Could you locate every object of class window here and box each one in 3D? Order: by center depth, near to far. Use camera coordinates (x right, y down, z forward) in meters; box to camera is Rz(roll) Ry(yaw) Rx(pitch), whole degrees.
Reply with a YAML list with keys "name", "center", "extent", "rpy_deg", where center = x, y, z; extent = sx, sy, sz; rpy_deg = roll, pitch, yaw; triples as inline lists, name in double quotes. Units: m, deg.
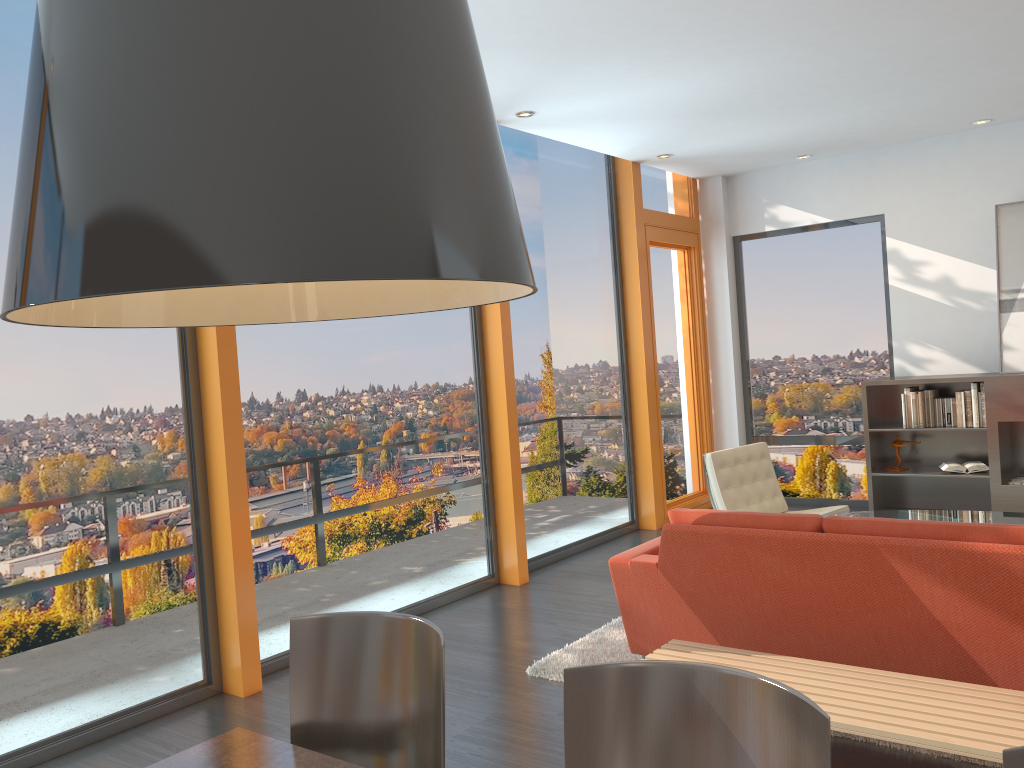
- name: "window"
  center: [-2.446, -0.061, 3.193]
  extent: [0.070, 3.345, 2.925]
  rpy_deg: [-3, 1, 37]
- name: "window"
  center: [-0.860, -0.225, 5.277]
  extent: [0.070, 3.345, 2.105]
  rpy_deg: [-3, 1, 37]
- name: "window"
  center: [0.401, -0.356, 6.933]
  extent: [0.070, 3.345, 1.844]
  rpy_deg: [-3, 1, 37]
- name: "window"
  center: [1.451, -0.460, 8.155]
  extent: [0.211, 3.345, 1.157]
  rpy_deg: [-3, 1, 37]
- name: "window"
  center: [2.776, -0.551, 8.185]
  extent: [1.409, 3.340, 0.065]
  rpy_deg: [-3, 1, 37]

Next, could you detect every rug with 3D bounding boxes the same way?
- name: "rug"
  center: [2.472, 1.238, 4.355]
  extent: [3.771, 0.043, 2.985]
  rpy_deg: [-3, 2, 37]

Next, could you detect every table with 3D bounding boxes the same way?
- name: "table"
  center: [-0.118, 1.181, 0.976]
  extent: [2.151, 0.764, 1.172]
  rpy_deg: [-3, 2, 37]
- name: "table"
  center: [2.596, 0.995, 4.707]
  extent: [1.998, 0.464, 0.948]
  rpy_deg: [-3, 2, 38]

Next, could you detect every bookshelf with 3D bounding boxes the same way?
- name: "bookshelf"
  center: [4.395, 0.473, 6.427]
  extent: [3.386, 1.163, 0.570]
  rpy_deg: [-3, 2, 37]

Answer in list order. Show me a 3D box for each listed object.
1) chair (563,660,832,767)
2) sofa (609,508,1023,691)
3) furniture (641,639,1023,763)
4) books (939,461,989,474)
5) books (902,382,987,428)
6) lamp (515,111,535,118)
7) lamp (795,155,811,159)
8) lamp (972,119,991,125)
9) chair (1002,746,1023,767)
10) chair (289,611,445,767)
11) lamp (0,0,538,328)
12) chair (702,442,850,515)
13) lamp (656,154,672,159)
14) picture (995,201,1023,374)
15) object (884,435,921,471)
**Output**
- name: "chair"
  center: [0.212, 0.995, 1.324]
  extent: [0.548, 0.967, 0.614]
  rpy_deg: [-3, 1, 37]
- name: "sofa"
  center: [1.754, 0.888, 3.499]
  extent: [2.596, 0.852, 1.038]
  rpy_deg: [-3, 2, 37]
- name: "furniture"
  center: [1.310, 1.186, 2.790]
  extent: [2.005, 0.357, 0.492]
  rpy_deg: [-3, 2, 37]
- name: "books"
  center: [3.561, 0.658, 6.979]
  extent: [0.336, 0.064, 0.234]
  rpy_deg: [-4, 2, 17]
- name: "books"
  center: [3.440, 0.162, 7.012]
  extent: [0.592, 0.339, 0.324]
  rpy_deg: [-3, 2, 37]
- name: "lamp"
  center: [0.086, -1.779, 5.853]
  extent: [0.129, 0.010, 0.129]
  rpy_deg: [-4, 1, -8]
- name: "lamp"
  center: [2.571, -2.003, 7.833]
  extent: [0.129, 0.010, 0.129]
  rpy_deg: [-4, 1, -8]
- name: "lamp"
  center: [3.692, -2.059, 6.975]
  extent: [0.129, 0.010, 0.129]
  rpy_deg: [-4, 1, -8]
- name: "chair"
  center: [0.766, 0.967, 0.900]
  extent: [0.548, 0.967, 0.614]
  rpy_deg: [-3, 1, 37]
- name: "chair"
  center: [-0.395, 1.025, 1.789]
  extent: [0.548, 0.967, 0.614]
  rpy_deg: [-3, 1, 37]
- name: "lamp"
  center: [-0.308, -0.873, 0.990]
  extent: [0.567, 1.580, 0.567]
  rpy_deg: [-4, 1, -23]
- name: "chair"
  center: [1.748, 0.831, 5.885]
  extent: [0.700, 0.817, 0.707]
  rpy_deg: [-5, 2, -43]
- name: "lamp"
  center: [1.271, -1.901, 7.410]
  extent: [0.129, 0.010, 0.129]
  rpy_deg: [-4, 1, -8]
- name: "picture"
  center: [4.295, -0.774, 6.604]
  extent: [1.208, 1.338, 0.269]
  rpy_deg: [-3, 1, 37]
- name: "object"
  center: [3.198, 0.563, 7.291]
  extent: [0.201, 0.290, 0.245]
  rpy_deg: [-5, 1, -33]
